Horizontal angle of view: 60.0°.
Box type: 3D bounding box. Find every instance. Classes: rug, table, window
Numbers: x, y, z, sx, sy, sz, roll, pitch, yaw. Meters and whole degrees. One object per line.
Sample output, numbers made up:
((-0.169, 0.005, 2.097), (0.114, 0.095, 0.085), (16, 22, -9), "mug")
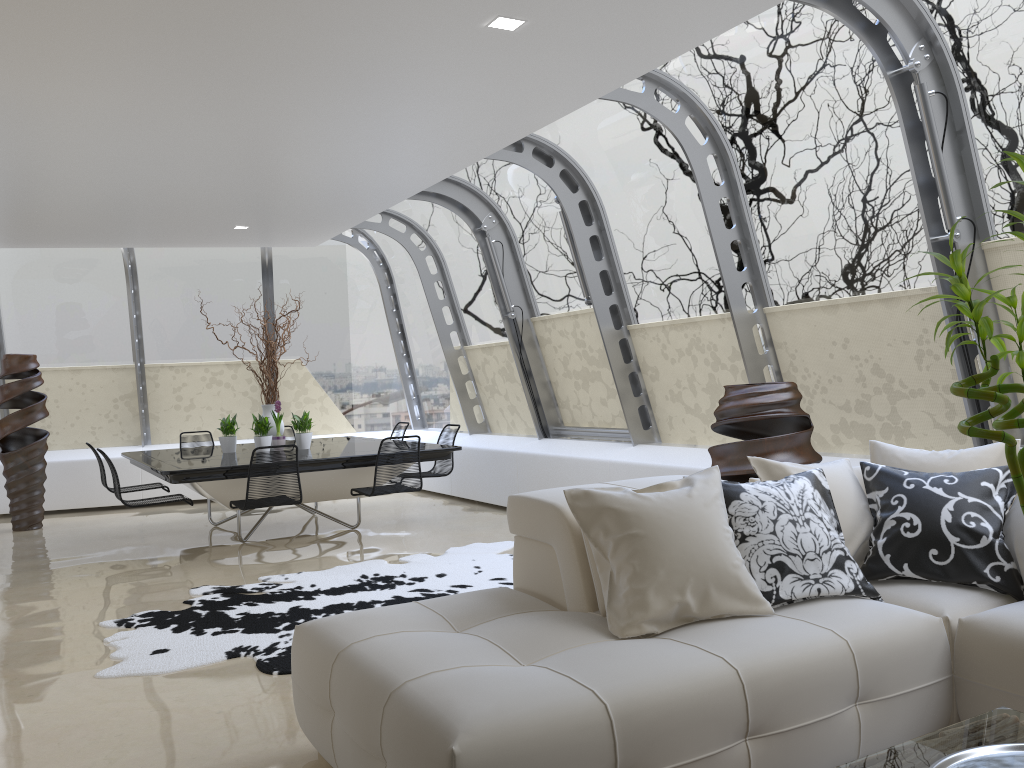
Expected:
((-0.796, 1.326, 5.386), (3.220, 0.008, 2.705), (-3, 0, -29), "rug")
((-2.219, 1.008, 8.485), (2.494, 0.759, 3.031), (-3, 0, -29), "table")
((-5.081, 0.089, 3.719), (16.693, 3.674, 16.171), (-3, 0, -23), "window")
((1.057, 1.043, 1.648), (1.007, 0.448, 0.923), (-3, 0, -29), "table")

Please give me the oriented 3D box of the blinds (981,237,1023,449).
((2.942, -0.151, 4.149), (0.387, 1.214, 1.376), (-3, 0, -29), "blinds")

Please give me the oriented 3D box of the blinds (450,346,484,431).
((-0.713, 0.624, 11.105), (0.663, 2.118, 1.829), (-3, 0, -29), "blinds")

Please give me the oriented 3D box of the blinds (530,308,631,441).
((0.689, -0.058, 8.165), (0.387, 1.214, 1.376), (-3, 0, -29), "blinds")

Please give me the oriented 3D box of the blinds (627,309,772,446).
((1.470, 0.004, 6.839), (0.329, 1.027, 1.430), (-3, 0, -29), "blinds")

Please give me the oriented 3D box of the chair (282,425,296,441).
((-2.556, 0.743, 10.063), (0.446, 0.519, 0.688), (-3, 0, -29), "chair")

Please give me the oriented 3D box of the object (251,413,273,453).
((-2.296, 0.448, 8.143), (0.215, 0.369, 0.284), (-3, 0, 4), "object")

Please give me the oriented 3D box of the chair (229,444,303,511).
((-1.895, 0.720, 6.846), (0.446, 0.519, 0.688), (-3, 0, -29), "chair")

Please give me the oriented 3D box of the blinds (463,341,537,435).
((-0.037, 0.066, 9.524), (0.329, 1.027, 1.430), (-3, 0, -29), "blinds")

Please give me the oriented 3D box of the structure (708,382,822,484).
((1.486, 0.623, 5.242), (0.674, 1.258, 0.672), (-2, 0, 38), "structure")

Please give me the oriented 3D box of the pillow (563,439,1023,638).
((1.952, 0.499, 2.840), (3.322, 0.530, 1.656), (-3, 0, 31), "pillow")

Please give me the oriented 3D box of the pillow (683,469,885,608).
((0.988, 0.573, 3.260), (0.604, 0.471, 0.394), (-3, 0, -13), "pillow")

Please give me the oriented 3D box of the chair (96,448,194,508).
((-3.047, 0.771, 7.355), (0.688, 0.519, 0.446), (-3, 0, -29), "chair")

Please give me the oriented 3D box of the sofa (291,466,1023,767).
((1.599, 0.797, 2.244), (3.257, 0.866, 4.169), (-3, 0, -29), "sofa")

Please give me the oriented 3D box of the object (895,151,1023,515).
((1.114, 0.055, 1.727), (0.673, 1.546, 0.584), (-3, 0, 10), "object")

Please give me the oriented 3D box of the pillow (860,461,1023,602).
((1.634, 0.554, 3.399), (0.599, 0.483, 0.405), (-3, 0, 29), "pillow")

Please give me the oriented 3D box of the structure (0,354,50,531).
((-5.091, 0.608, 9.244), (0.498, 1.843, 0.493), (-3, 0, -18), "structure")

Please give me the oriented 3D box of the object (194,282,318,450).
((-2.447, -0.137, 8.433), (1.031, 1.549, 1.135), (-3, 0, -37), "object")

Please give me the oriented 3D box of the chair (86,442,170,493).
((-3.671, 0.796, 8.468), (0.688, 0.519, 0.446), (-3, 0, -29), "chair")

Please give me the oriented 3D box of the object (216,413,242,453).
((-2.688, 0.465, 8.418), (0.215, 0.369, 0.284), (-3, 0, 9), "object")

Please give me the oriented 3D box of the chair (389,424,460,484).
((-0.855, 0.669, 8.587), (0.688, 0.519, 0.446), (-3, 0, -29), "chair")

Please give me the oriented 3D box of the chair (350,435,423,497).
((-1.026, 0.680, 7.335), (0.446, 0.519, 0.688), (-3, 0, -29), "chair")

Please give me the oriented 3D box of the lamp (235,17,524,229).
((-4.407, -1.405, 1.920), (9.775, 0.004, 9.928), (-3, 0, -29), "lamp")

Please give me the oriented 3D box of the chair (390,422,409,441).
((-1.480, 0.695, 9.700), (0.688, 0.519, 0.446), (-3, 0, -29), "chair")

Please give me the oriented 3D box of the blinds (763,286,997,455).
((2.223, -0.027, 5.496), (0.329, 1.027, 1.430), (-3, 0, -29), "blinds")

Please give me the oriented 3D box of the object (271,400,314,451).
((-2.066, 0.387, 8.426), (0.417, 0.476, 0.238), (-3, 0, -1), "object")

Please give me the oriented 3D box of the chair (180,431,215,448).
((-3.363, 0.780, 9.610), (0.446, 0.519, 0.688), (-3, 0, -29), "chair")
